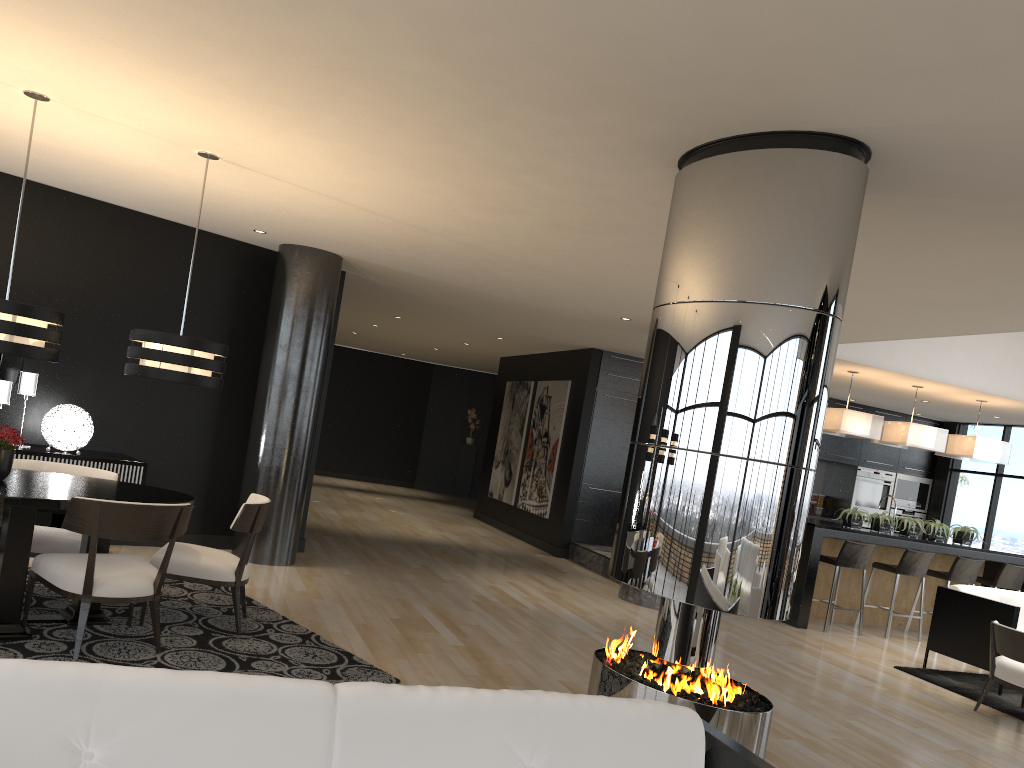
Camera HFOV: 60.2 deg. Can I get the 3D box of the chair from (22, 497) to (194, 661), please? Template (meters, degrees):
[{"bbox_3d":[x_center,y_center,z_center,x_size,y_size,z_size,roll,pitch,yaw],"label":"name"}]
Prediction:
[{"bbox_3d":[-2.083,0.965,4.567,0.611,0.807,0.647,9,0,41],"label":"chair"}]

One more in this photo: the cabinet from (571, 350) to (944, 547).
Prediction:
[{"bbox_3d":[3.518,1.312,12.662,5.756,2.529,0.723,10,1,-20],"label":"cabinet"}]

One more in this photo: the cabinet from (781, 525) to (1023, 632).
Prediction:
[{"bbox_3d":[4.215,2.228,9.977,3.130,1.039,1.174,10,-1,-20],"label":"cabinet"}]

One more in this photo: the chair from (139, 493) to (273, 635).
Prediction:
[{"bbox_3d":[-1.821,1.056,5.334,0.618,0.807,0.640,9,0,-13],"label":"chair"}]

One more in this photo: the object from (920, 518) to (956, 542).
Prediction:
[{"bbox_3d":[4.755,1.626,9.789,0.406,0.239,0.398,9,-2,5],"label":"object"}]

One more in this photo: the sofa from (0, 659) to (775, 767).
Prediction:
[{"bbox_3d":[-0.372,1.076,1.757,2.042,0.804,0.834,10,-1,-20],"label":"sofa"}]

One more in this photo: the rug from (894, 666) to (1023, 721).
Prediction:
[{"bbox_3d":[5.121,2.712,6.966,3.047,0.011,2.472,11,-4,-18],"label":"rug"}]

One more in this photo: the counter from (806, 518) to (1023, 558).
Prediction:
[{"bbox_3d":[4.303,1.699,9.959,3.130,0.032,1.175,11,-4,-20],"label":"counter"}]

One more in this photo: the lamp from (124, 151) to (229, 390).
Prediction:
[{"bbox_3d":[-1.849,-0.665,5.090,0.539,1.330,0.531,8,2,-43],"label":"lamp"}]

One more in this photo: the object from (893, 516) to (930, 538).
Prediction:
[{"bbox_3d":[4.403,1.571,9.660,0.406,0.217,0.398,9,-2,5],"label":"object"}]

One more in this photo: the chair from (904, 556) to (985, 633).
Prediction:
[{"bbox_3d":[4.771,2.342,9.695,0.478,0.965,0.516,9,1,-19],"label":"chair"}]

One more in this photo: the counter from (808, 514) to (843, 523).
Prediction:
[{"bbox_3d":[3.435,1.762,12.700,2.875,0.034,0.727,11,-4,-20],"label":"counter"}]

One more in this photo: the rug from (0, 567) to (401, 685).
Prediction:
[{"bbox_3d":[-2.868,1.237,4.565,3.752,0.011,2.697,13,-5,-42],"label":"rug"}]

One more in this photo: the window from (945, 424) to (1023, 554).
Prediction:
[{"bbox_3d":[2.743,-0.261,4.499,16.007,4.787,10.061,11,-3,-33],"label":"window"}]

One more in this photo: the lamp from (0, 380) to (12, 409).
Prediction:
[{"bbox_3d":[-3.719,0.203,6.395,0.125,0.466,0.131,9,2,-19],"label":"lamp"}]

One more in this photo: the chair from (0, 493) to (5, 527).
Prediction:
[{"bbox_3d":[-2.697,0.825,3.963,0.647,0.807,0.611,10,0,-32],"label":"chair"}]

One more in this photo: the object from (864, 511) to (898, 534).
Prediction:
[{"bbox_3d":[3.993,1.484,9.535,0.397,0.239,0.407,9,-2,5],"label":"object"}]

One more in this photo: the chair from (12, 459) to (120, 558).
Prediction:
[{"bbox_3d":[-2.765,0.895,5.266,0.645,0.807,0.613,9,0,-13],"label":"chair"}]

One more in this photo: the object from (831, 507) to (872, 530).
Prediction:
[{"bbox_3d":[3.603,1.412,9.420,0.406,0.239,0.398,9,-2,5],"label":"object"}]

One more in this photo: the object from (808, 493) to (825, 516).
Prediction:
[{"bbox_3d":[4.522,1.804,13.320,0.367,0.316,0.113,10,1,-19],"label":"object"}]

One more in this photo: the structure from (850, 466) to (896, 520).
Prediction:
[{"bbox_3d":[5.294,1.605,12.962,0.704,0.708,0.085,10,2,-20],"label":"structure"}]

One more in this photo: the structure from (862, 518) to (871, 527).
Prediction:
[{"bbox_3d":[5.176,2.317,12.986,0.704,0.708,0.085,10,2,-20],"label":"structure"}]

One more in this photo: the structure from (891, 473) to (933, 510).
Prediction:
[{"bbox_3d":[5.978,1.613,13.191,0.679,0.475,0.026,10,2,-20],"label":"structure"}]

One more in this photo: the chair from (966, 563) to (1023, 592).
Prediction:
[{"bbox_3d":[5.398,2.461,9.923,0.478,0.965,0.516,9,1,-19],"label":"chair"}]

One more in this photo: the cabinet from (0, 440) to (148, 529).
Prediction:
[{"bbox_3d":[-3.911,0.791,6.350,2.255,0.767,0.605,12,-2,-41],"label":"cabinet"}]

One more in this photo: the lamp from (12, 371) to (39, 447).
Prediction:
[{"bbox_3d":[-3.622,0.186,6.555,0.132,0.551,0.125,10,2,11],"label":"lamp"}]

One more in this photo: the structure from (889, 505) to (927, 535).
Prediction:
[{"bbox_3d":[5.901,2.071,13.207,0.681,0.446,0.070,10,1,-20],"label":"structure"}]

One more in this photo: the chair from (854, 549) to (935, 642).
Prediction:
[{"bbox_3d":[4.120,2.220,9.458,0.478,0.965,0.516,9,1,-19],"label":"chair"}]

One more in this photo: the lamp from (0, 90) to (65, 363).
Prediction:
[{"bbox_3d":[-2.512,-0.812,4.490,0.539,1.330,0.531,8,2,-43],"label":"lamp"}]

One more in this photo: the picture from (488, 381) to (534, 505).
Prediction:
[{"bbox_3d":[-0.008,0.891,13.702,0.077,1.875,1.149,9,1,-19],"label":"picture"}]

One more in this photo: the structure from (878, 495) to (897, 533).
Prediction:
[{"bbox_3d":[4.193,1.772,10.238,2.790,1.020,0.652,10,0,-20],"label":"structure"}]

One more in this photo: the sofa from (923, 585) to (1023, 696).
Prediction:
[{"bbox_3d":[4.808,2.311,7.809,2.042,0.804,0.834,10,-1,-20],"label":"sofa"}]

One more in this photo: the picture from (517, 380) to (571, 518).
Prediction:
[{"bbox_3d":[0.455,0.886,12.380,0.077,1.875,1.149,9,1,-19],"label":"picture"}]

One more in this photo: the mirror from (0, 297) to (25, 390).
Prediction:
[{"bbox_3d":[-4.113,-0.270,6.366,1.084,1.079,0.025,10,1,-42],"label":"mirror"}]

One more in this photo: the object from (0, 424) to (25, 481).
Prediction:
[{"bbox_3d":[-2.659,0.346,4.549,0.239,0.298,0.227,10,0,-40],"label":"object"}]

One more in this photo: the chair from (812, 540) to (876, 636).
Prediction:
[{"bbox_3d":[3.388,2.082,9.191,0.478,0.965,0.516,9,1,-19],"label":"chair"}]

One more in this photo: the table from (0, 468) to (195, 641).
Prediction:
[{"bbox_3d":[-2.751,0.873,4.584,2.123,0.769,1.200,12,-3,-40],"label":"table"}]

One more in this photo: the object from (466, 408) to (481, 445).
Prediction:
[{"bbox_3d":[-0.844,0.912,18.969,0.338,0.788,0.228,10,1,9],"label":"object"}]

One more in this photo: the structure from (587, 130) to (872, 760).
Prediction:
[{"bbox_3d":[0.850,0.421,3.743,0.590,2.745,0.884,8,2,-31],"label":"structure"}]

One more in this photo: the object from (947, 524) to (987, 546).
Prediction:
[{"bbox_3d":[5.094,1.705,9.974,0.397,0.217,0.407,9,-2,5],"label":"object"}]

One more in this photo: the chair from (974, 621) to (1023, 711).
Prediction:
[{"bbox_3d":[3.798,2.115,6.294,0.688,0.675,0.801,10,-1,-19],"label":"chair"}]
